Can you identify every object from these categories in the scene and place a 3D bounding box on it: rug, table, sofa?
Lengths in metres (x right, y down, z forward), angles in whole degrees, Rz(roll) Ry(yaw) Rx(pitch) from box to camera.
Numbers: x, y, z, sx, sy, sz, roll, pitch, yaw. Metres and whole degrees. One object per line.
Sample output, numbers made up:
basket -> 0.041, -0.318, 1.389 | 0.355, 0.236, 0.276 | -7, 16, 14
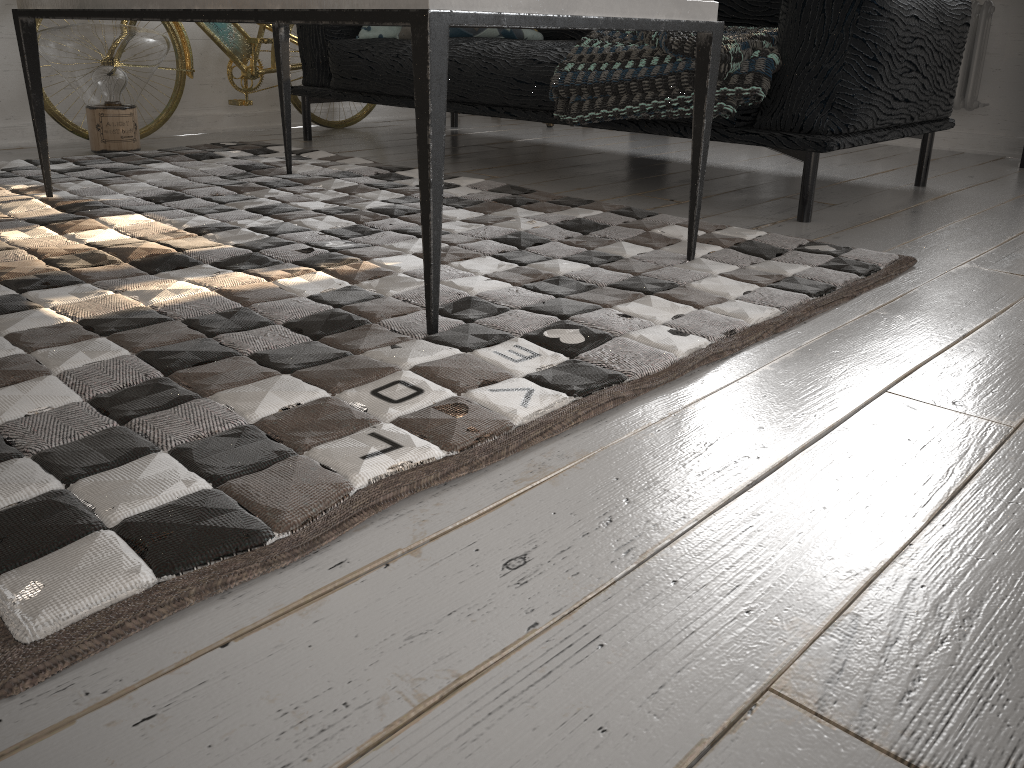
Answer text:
rug -> -0.669, -0.372, 2.029 | 2.554, 0.033, 1.789 | 20, 29, 39
table -> -0.392, -0.574, 1.918 | 1.471, 0.500, 0.740 | 20, 28, 39
table -> 0.049, -1.696, 4.525 | 0.750, 0.665, 0.343 | 19, 26, 40
sofa -> 0.238, -1.170, 3.088 | 2.365, 0.781, 0.981 | 20, 27, 39

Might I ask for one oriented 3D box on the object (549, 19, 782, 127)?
object -> 0.480, -0.906, 2.502 | 0.672, 0.322, 0.496 | 17, 26, 35

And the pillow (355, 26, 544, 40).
pillow -> -0.248, -1.492, 3.395 | 0.802, 0.354, 0.451 | 11, 23, 23

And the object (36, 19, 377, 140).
object -> -1.119, -1.496, 3.579 | 0.429, 0.949, 1.649 | 14, 24, 31

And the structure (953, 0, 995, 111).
structure -> 1.472, -1.465, 3.908 | 1.235, 0.419, 0.150 | 19, 26, 38

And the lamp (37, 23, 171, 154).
lamp -> -1.407, -1.029, 3.088 | 0.433, 0.428, 0.441 | -5, 21, -16
